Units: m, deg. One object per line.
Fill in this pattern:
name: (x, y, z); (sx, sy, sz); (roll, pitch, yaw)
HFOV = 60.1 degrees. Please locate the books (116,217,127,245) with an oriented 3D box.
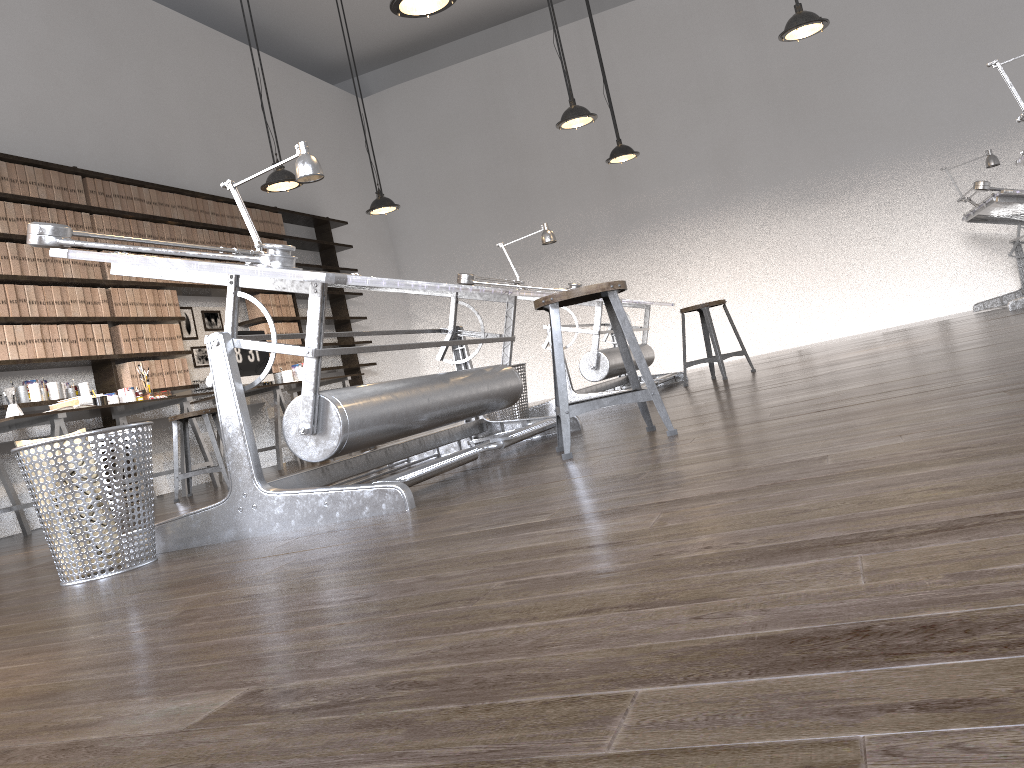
books: (-3.002, -1.120, 6.661); (0.174, 0.226, 0.067); (-13, -3, 19)

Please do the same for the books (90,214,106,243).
books: (-3.070, -1.106, 6.465); (0.174, 0.226, 0.067); (-13, -3, 19)

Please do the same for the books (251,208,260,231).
books: (-2.479, -1.518, 8.322); (0.174, 0.226, 0.067); (-13, -3, 19)

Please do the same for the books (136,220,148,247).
books: (-2.933, -1.135, 6.864); (0.174, 0.226, 0.067); (-13, -3, 19)

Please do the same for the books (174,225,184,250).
books: (-2.793, -1.165, 7.250); (0.174, 0.226, 0.067); (-13, -3, 19)

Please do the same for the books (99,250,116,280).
books: (-3.006, -0.844, 6.472); (0.174, 0.226, 0.067); (-13, -3, 19)

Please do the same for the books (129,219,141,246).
books: (-2.952, -1.131, 6.792); (0.174, 0.226, 0.067); (-13, -3, 19)

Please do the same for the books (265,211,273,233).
books: (-2.411, -1.532, 8.519); (0.174, 0.226, 0.067); (-13, -3, 19)

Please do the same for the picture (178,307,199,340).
picture: (-2.742, -0.510, 7.462); (0.022, 0.285, 0.202); (-13, -2, 19)

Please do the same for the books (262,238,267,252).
books: (-2.393, -1.252, 8.378); (0.174, 0.226, 0.067); (-13, -3, 19)

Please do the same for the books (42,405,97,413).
books: (-2.681, 0.165, 5.241); (0.255, 0.029, 0.355); (-12, 0, 20)

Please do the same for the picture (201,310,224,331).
picture: (-2.634, -0.555, 7.778); (0.023, 0.184, 0.251); (-13, -1, 20)

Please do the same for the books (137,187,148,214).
books: (-2.966, -1.412, 6.946); (0.174, 0.226, 0.067); (-13, -3, 19)

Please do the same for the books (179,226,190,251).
books: (-2.767, -1.171, 7.317); (0.174, 0.226, 0.067); (-13, -3, 19)

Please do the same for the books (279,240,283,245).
books: (-2.304, -1.271, 8.640); (0.174, 0.226, 0.067); (-13, -3, 19)

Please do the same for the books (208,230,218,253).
books: (-2.648, -1.197, 7.651); (0.174, 0.226, 0.067); (-13, -3, 19)

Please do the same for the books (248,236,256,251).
books: (-2.459, -1.238, 8.187); (0.174, 0.226, 0.067); (-13, -3, 19)

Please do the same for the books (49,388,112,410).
books: (-2.724, 0.118, 5.676); (0.384, 0.148, 0.295); (-12, -1, 20)

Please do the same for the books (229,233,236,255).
books: (-2.558, -1.216, 7.925); (0.174, 0.226, 0.067); (-13, -3, 19)

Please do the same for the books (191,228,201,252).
books: (-2.726, -1.180, 7.451); (0.174, 0.226, 0.067); (-13, -3, 19)

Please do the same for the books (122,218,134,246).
books: (-2.982, -1.125, 6.724); (0.174, 0.226, 0.067); (-13, -3, 19)

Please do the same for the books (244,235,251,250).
books: (-2.487, -1.232, 8.126); (0.174, 0.226, 0.067); (-13, -3, 19)

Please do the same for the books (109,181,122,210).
books: (-3.055, -1.393, 6.685); (0.174, 0.226, 0.067); (-13, -3, 19)

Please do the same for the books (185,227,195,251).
books: (-2.748, -1.175, 7.385); (0.174, 0.226, 0.067); (-13, -3, 19)

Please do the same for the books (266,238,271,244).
books: (-2.373, -1.256, 8.446); (0.174, 0.226, 0.067); (-13, -3, 19)

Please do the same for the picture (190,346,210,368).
picture: (-2.643, -0.231, 7.549); (0.023, 0.184, 0.251); (-13, -1, 20)

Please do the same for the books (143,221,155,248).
books: (-2.905, -1.141, 6.930); (0.174, 0.226, 0.067); (-13, -3, 19)

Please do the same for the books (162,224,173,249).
books: (-2.833, -1.157, 7.127); (0.174, 0.226, 0.067); (-13, -3, 19)

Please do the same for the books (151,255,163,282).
books: (-2.842, -0.879, 6.934); (0.174, 0.226, 0.067); (-13, -3, 19)

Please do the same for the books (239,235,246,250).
books: (-2.511, -1.227, 8.059); (0.174, 0.226, 0.067); (-13, -3, 19)

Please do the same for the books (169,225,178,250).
books: (-2.816, -1.161, 7.191); (0.174, 0.226, 0.067); (-13, -3, 19)

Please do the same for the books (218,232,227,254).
books: (-2.608, -1.206, 7.785); (0.174, 0.226, 0.067); (-13, -3, 19)

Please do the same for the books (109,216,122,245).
books: (-3.019, -1.117, 6.600); (0.174, 0.226, 0.067); (-13, -3, 19)

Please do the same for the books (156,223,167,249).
books: (-2.861, -1.151, 7.065); (0.174, 0.226, 0.067); (-13, -3, 19)

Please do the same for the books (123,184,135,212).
books: (-3.012, -1.402, 6.820); (0.174, 0.226, 0.067); (-13, -3, 19)

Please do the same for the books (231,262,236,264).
books: (-2.515, -0.950, 7.852); (0.174, 0.226, 0.067); (-13, -3, 19)

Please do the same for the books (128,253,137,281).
books: (-2.936, -0.859, 6.668); (0.174, 0.226, 0.067); (-13, -3, 19)

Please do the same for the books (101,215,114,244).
books: (-3.043, -1.112, 6.532); (0.174, 0.226, 0.067); (-13, -3, 19)

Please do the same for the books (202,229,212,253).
books: (-2.672, -1.192, 7.583); (0.174, 0.226, 0.067); (-13, -3, 19)

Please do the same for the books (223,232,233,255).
books: (-2.578, -1.212, 7.853); (0.174, 0.226, 0.067); (-13, -3, 19)

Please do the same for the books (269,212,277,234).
books: (-2.387, -1.537, 8.589); (0.174, 0.226, 0.067); (-13, -3, 19)

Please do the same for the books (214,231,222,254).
books: (-2.631, -1.201, 7.712); (0.174, 0.226, 0.067); (-13, -3, 19)

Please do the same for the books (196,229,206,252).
books: (-2.699, -1.186, 7.516); (0.174, 0.226, 0.067); (-13, -3, 19)

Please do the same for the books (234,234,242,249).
books: (-2.530, -1.222, 7.991); (0.174, 0.226, 0.067); (-13, -3, 19)

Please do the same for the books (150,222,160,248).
books: (-2.885, -1.146, 6.998); (0.174, 0.226, 0.067); (-13, -3, 19)

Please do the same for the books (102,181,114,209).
books: (-3.083, -1.387, 6.619); (0.174, 0.226, 0.067); (-13, -3, 19)

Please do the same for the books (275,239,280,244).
books: (-2.322, -1.267, 8.576); (0.174, 0.226, 0.067); (-13, -3, 19)

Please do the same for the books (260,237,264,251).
books: (-2.419, -1.246, 8.311); (0.174, 0.226, 0.067); (-13, -3, 19)

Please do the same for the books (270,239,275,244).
books: (-2.352, -1.261, 8.512); (0.174, 0.226, 0.067); (-13, -3, 19)

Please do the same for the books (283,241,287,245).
books: (-2.282, -1.276, 8.699); (0.174, 0.226, 0.067); (-13, -3, 19)

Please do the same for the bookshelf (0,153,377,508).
bookshelf: (-3.208, 0.070, 5.592); (0.372, 3.213, 9.197); (-13, -1, 20)

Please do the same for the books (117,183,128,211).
books: (-3.035, -1.397, 6.753); (0.174, 0.226, 0.067); (-13, -3, 19)

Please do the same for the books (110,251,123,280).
books: (-2.981, -0.849, 6.530); (0.174, 0.226, 0.067); (-13, -3, 19)

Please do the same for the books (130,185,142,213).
books: (-2.984, -1.408, 6.881); (0.174, 0.226, 0.067); (-13, -3, 19)
